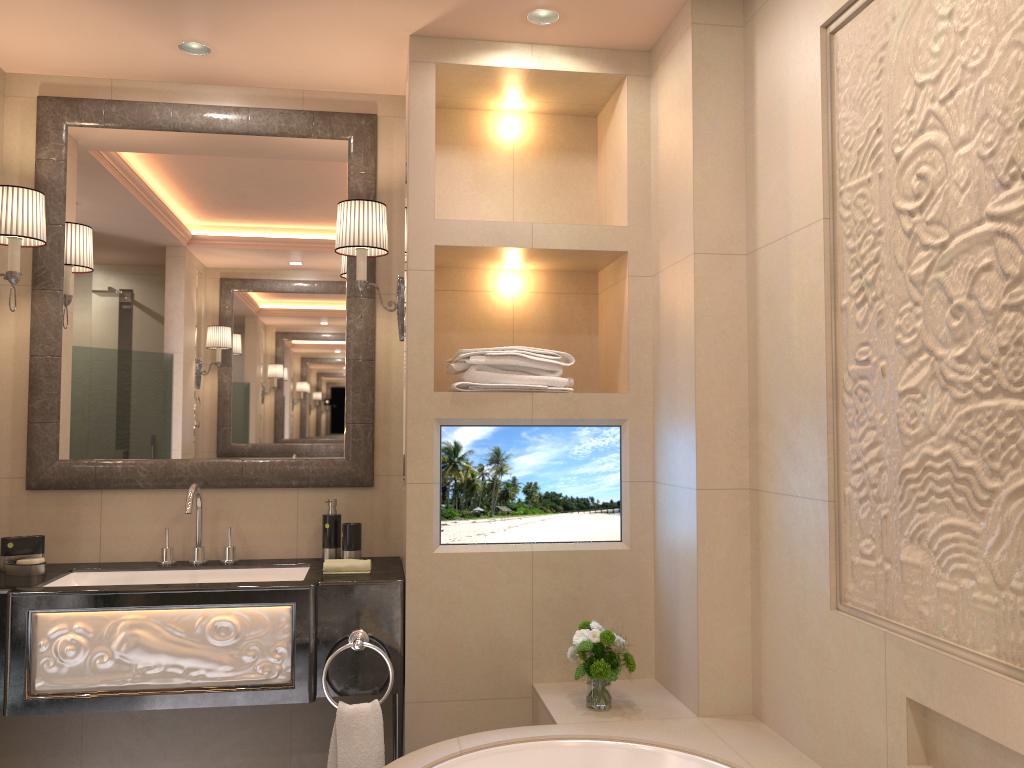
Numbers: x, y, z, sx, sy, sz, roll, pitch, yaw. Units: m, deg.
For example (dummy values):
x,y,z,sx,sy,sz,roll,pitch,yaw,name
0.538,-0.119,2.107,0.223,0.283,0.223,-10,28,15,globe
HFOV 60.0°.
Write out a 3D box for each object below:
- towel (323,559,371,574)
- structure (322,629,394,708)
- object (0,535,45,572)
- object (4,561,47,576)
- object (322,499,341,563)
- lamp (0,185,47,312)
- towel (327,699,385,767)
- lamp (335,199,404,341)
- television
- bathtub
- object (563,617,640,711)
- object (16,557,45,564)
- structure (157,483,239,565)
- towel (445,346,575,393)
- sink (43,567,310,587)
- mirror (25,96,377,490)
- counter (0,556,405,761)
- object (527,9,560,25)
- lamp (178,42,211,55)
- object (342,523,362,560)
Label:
x,y,z,sx,sy,sz,roll,pitch,yaw,name
-0.514,0.565,2.762,0.149,0.039,0.096,0,-3,-7,towel
-0.441,0.825,2.542,0.203,0.226,0.074,1,-3,-9,structure
-1.543,0.533,2.797,0.124,0.104,0.038,2,-4,-34,object
-1.488,0.563,2.713,0.133,0.035,0.080,0,-3,9,object
-0.602,0.490,2.963,0.063,0.208,0.063,2,-3,-28,object
-1.553,-0.371,2.718,0.223,0.444,0.174,1,-3,-9,lamp
-0.434,1.124,2.498,0.173,0.455,0.116,2,-3,-27,towel
-0.464,-0.362,2.886,0.223,0.444,0.174,1,-3,-9,lamp
0.060,0.307,2.718,0.564,0.360,0.025,1,-3,-9,television
0.264,1.099,1.330,1.060,0.540,2.662,1,-3,-9,bathtub
0.251,0.760,2.445,0.229,0.252,0.197,-2,-4,33,object
-1.470,0.542,2.709,0.077,0.022,0.051,-1,-3,11,object
-1.014,0.458,2.918,0.223,0.268,0.242,3,-4,-44,structure
0.270,-0.402,1.395,0.517,0.726,3.195,1,-3,-9,towel
-1.003,0.660,2.703,0.760,0.135,0.349,1,-3,-9,sink
-1.038,-0.305,3.030,1.131,1.321,0.041,1,-3,-9,mirror
-1.007,1.010,2.708,1.330,0.858,0.543,1,-3,-9,counter
0.091,-1.102,2.584,0.097,0.069,0.097,0,-3,8,object
-1.002,-1.092,2.802,0.096,0.069,0.096,-1,-3,10,lamp
-0.524,0.524,2.903,0.063,0.134,0.063,-1,-3,24,object
